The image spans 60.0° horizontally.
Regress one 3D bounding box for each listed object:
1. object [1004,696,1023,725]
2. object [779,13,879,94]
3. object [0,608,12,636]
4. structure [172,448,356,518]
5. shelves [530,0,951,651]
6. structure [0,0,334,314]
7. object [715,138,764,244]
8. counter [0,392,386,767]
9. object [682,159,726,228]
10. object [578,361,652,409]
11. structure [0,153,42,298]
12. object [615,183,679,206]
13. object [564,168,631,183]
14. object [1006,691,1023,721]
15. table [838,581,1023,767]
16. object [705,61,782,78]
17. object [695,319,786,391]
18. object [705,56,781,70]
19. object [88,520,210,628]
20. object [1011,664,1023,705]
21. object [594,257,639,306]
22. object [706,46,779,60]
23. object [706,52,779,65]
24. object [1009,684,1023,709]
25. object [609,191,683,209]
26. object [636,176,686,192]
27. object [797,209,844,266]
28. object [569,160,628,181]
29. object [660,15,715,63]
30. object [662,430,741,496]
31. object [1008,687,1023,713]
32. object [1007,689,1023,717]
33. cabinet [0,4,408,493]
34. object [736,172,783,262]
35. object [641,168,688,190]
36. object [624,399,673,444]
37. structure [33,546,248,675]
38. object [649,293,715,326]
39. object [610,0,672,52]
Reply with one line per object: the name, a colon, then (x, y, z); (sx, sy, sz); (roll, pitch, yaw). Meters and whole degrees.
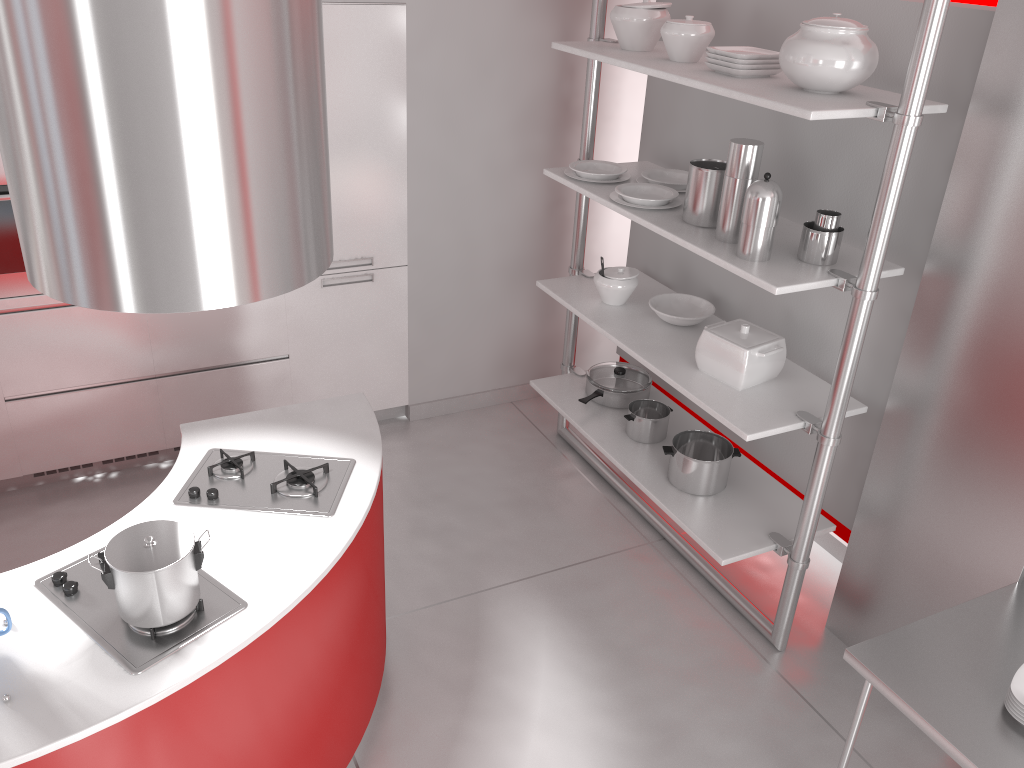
object: (1.343, 0.813, 2.180); (0.228, 0.020, 0.228); (-22, 37, -40)
object: (0.957, -1.000, 2.679); (0.287, 0.222, 0.287); (11, 28, 15)
object: (-1.156, 0.522, 1.920); (0.080, 0.100, 0.109); (21, 32, 31)
structure: (-0.707, 0.267, 2.569); (0.457, 0.037, 0.303); (4, 27, 2)
shelves: (0.693, -0.530, 3.383); (0.535, 2.599, 1.735); (-10, 30, -24)
structure: (-0.707, -0.704, 1.778); (0.644, 0.958, 0.644); (17, 30, 25)
object: (0.757, -0.642, 2.961); (0.110, 0.329, 0.109); (-12, 31, -26)
counter: (-1.880, 0.712, 2.585); (2.865, 0.880, 1.868); (6, 27, 5)
object: (0.703, -0.683, 3.166); (0.172, 0.205, 0.184); (-8, 29, -20)
object: (0.452, -0.006, 4.134); (0.407, 0.130, 0.308); (-7, 29, -18)
structure: (-1.825, -0.636, 3.503); (0.599, 0.589, 0.050); (-10, 30, -24)
object: (0.514, -0.719, 3.397); (0.244, 0.042, 0.244); (-20, 35, -38)
object: (0.357, -0.873, 3.708); (0.280, 0.015, 0.280); (7, 28, 8)
object: (1.343, 0.804, 2.175); (0.228, 0.020, 0.228); (-22, 37, -40)
table: (1.546, 1.296, 2.034); (0.749, 0.682, 1.627); (-10, 30, -23)
object: (0.774, -1.054, 2.974); (0.200, 0.030, 0.200); (-10, 30, -24)
object: (0.833, -0.124, 3.224); (0.235, 0.197, 0.282); (-16, 33, -33)
object: (0.775, -1.068, 2.966); (0.200, 0.030, 0.200); (-10, 30, -24)
object: (-0.811, 0.425, 2.013); (0.189, 0.185, 0.218); (15, 30, 22)
object: (1.345, 0.768, 2.157); (0.228, 0.020, 0.228); (-22, 37, -40)
object: (0.446, -0.453, 3.795); (0.192, 0.214, 0.192); (-19, 35, -36)
object: (0.776, -1.095, 2.952); (0.200, 0.030, 0.200); (-10, 30, -24)
object: (0.775, -1.081, 2.960); (0.200, 0.030, 0.200); (-10, 30, -24)
object: (1.345, 0.777, 2.161); (0.228, 0.020, 0.228); (-22, 37, -40)
object: (0.513, -0.706, 3.403); (0.280, 0.015, 0.280); (4, 27, 2)
object: (0.649, -0.819, 3.634); (0.280, 0.015, 0.280); (7, 28, 8)
object: (0.995, -0.475, 2.848); (0.127, 0.157, 0.127); (-5, 28, -15)
object: (0.358, -0.885, 3.702); (0.244, 0.042, 0.244); (-20, 35, -38)
object: (0.625, -1.235, 3.171); (0.192, 0.153, 0.192); (-4, 28, -13)
object: (0.745, 0.311, 3.519); (0.259, 0.161, 0.240); (-21, 36, -39)
object: (1.344, 0.786, 2.166); (0.228, 0.020, 0.228); (-22, 37, -40)
object: (1.344, 0.795, 2.171); (0.228, 0.020, 0.228); (-22, 37, -40)
cabinet: (-1.706, -0.641, 3.969); (2.398, 2.026, 0.614); (-10, 30, -24)
object: (0.789, -0.535, 2.816); (0.115, 0.274, 0.115); (-15, 32, -31)
object: (0.650, -0.831, 3.628); (0.244, 0.042, 0.244); (-15, 33, -31)
object: (0.586, 0.161, 3.835); (0.182, 0.122, 0.196); (13, 29, 18)
structure: (-0.892, 0.490, 2.120); (0.457, 0.037, 0.303); (22, 33, 33)
object: (0.698, -0.293, 3.669); (0.272, 0.072, 0.272); (16, 30, 23)
object: (0.489, -1.383, 3.404); (0.231, 0.191, 0.231); (9, 28, 11)
